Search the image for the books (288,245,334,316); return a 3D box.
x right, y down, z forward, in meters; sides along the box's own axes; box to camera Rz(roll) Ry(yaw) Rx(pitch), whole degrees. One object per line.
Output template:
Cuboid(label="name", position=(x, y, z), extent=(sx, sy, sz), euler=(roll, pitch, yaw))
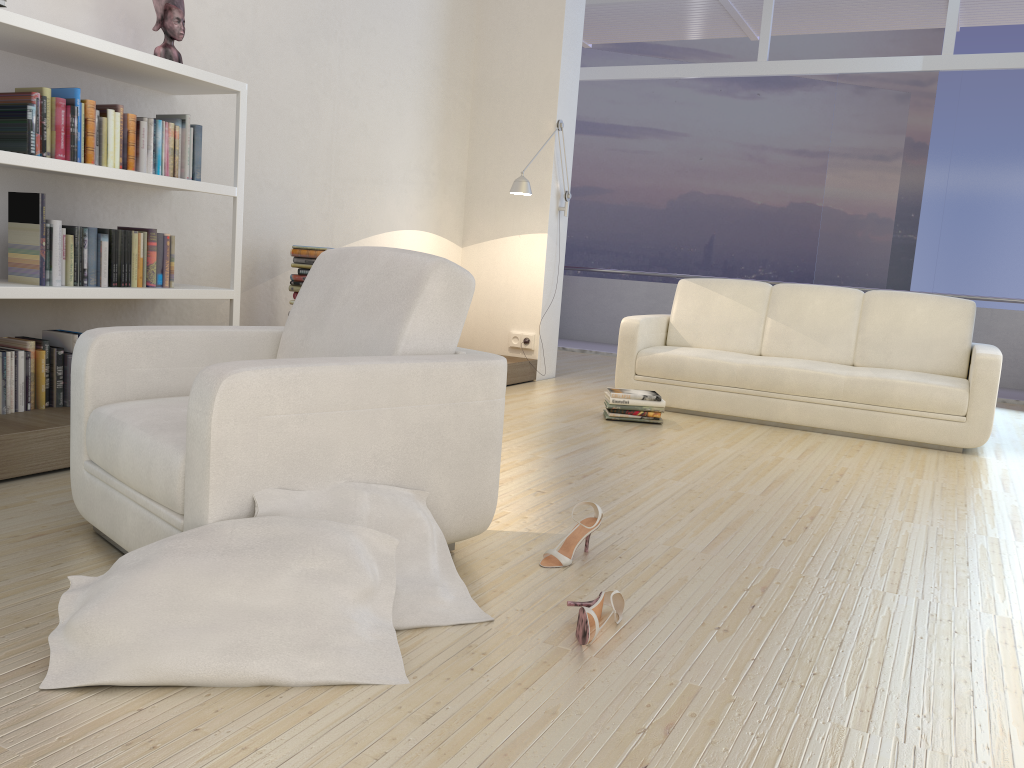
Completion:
Cuboid(label="books", position=(-1.045, -0.397, 4.852), extent=(0.329, 0.694, 0.270), euler=(8, 8, 26))

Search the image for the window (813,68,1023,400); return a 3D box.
Cuboid(label="window", position=(4.134, -1.238, 7.415), extent=(2.988, 2.706, 0.012), euler=(8, 8, 26))

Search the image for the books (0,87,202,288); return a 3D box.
Cuboid(label="books", position=(-1.639, -0.771, 3.591), extent=(0.215, 0.743, 0.831), euler=(8, 8, 26))

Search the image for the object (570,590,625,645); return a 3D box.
Cuboid(label="object", position=(0.176, 0.538, 2.091), extent=(0.121, 0.091, 0.287), euler=(8, 8, 25))

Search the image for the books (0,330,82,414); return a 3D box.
Cuboid(label="books", position=(-1.662, -0.080, 3.700), extent=(0.274, 0.281, 1.125), euler=(9, 9, 33))

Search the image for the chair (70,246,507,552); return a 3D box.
Cuboid(label="chair", position=(-0.620, 0.009, 2.514), extent=(0.941, 0.828, 0.919), euler=(-3, 10, -43))

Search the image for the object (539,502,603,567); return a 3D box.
Cuboid(label="object", position=(0.175, 0.435, 2.592), extent=(0.089, 0.149, 0.265), euler=(10, 10, 39))

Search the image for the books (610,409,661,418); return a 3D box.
Cuboid(label="books", position=(0.726, 0.153, 5.176), extent=(0.287, 0.025, 0.247), euler=(6, 8, 11))

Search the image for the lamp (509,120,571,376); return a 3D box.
Cuboid(label="lamp", position=(0.150, -0.951, 6.257), extent=(0.204, 1.841, 0.891), euler=(7, 8, 22))

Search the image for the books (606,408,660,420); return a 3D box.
Cuboid(label="books", position=(0.700, 0.171, 5.182), extent=(0.287, 0.018, 0.247), euler=(4, 8, 0))

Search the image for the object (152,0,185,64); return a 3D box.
Cuboid(label="object", position=(-1.485, -1.565, 3.844), extent=(0.133, 0.409, 0.138), euler=(2, 8, -17))

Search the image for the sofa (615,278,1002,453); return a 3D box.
Cuboid(label="sofa", position=(1.845, -0.198, 5.609), extent=(2.166, 0.862, 0.941), euler=(8, 8, 26))

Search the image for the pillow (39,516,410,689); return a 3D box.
Cuboid(label="pillow", position=(-0.567, 0.443, 1.809), extent=(0.712, 0.287, 0.299), euler=(3, 8, -11))

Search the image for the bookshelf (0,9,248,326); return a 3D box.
Cuboid(label="bookshelf", position=(-1.810, -0.628, 3.486), extent=(0.465, 1.396, 1.599), euler=(8, 8, 26))

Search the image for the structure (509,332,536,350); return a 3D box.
Cuboid(label="structure", position=(0.072, -0.322, 6.604), extent=(0.206, 0.114, 0.028), euler=(8, 8, 26))

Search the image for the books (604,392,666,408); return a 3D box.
Cuboid(label="books", position=(0.712, 0.091, 5.172), extent=(0.319, 0.038, 0.247), euler=(4, 8, -3))

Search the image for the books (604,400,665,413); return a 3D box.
Cuboid(label="books", position=(0.709, 0.124, 5.176), extent=(0.328, 0.027, 0.247), euler=(4, 8, 2))

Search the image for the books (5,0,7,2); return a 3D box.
Cuboid(label="books", position=(-1.946, -1.358, 3.004), extent=(0.328, 0.027, 0.247), euler=(4, 8, 2))

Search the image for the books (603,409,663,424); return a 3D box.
Cuboid(label="books", position=(0.704, 0.190, 5.185), extent=(0.328, 0.018, 0.247), euler=(4, 8, 2))

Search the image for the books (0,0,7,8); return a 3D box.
Cuboid(label="books", position=(-1.929, -1.328, 3.004), extent=(0.287, 0.025, 0.247), euler=(6, 8, 11))

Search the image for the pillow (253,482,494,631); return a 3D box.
Cuboid(label="pillow", position=(-0.368, 0.397, 2.019), extent=(0.615, 0.315, 0.312), euler=(-1, 9, -36))

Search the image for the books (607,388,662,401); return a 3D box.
Cuboid(label="books", position=(0.708, 0.060, 5.168), extent=(0.287, 0.025, 0.247), euler=(4, 8, 0))
